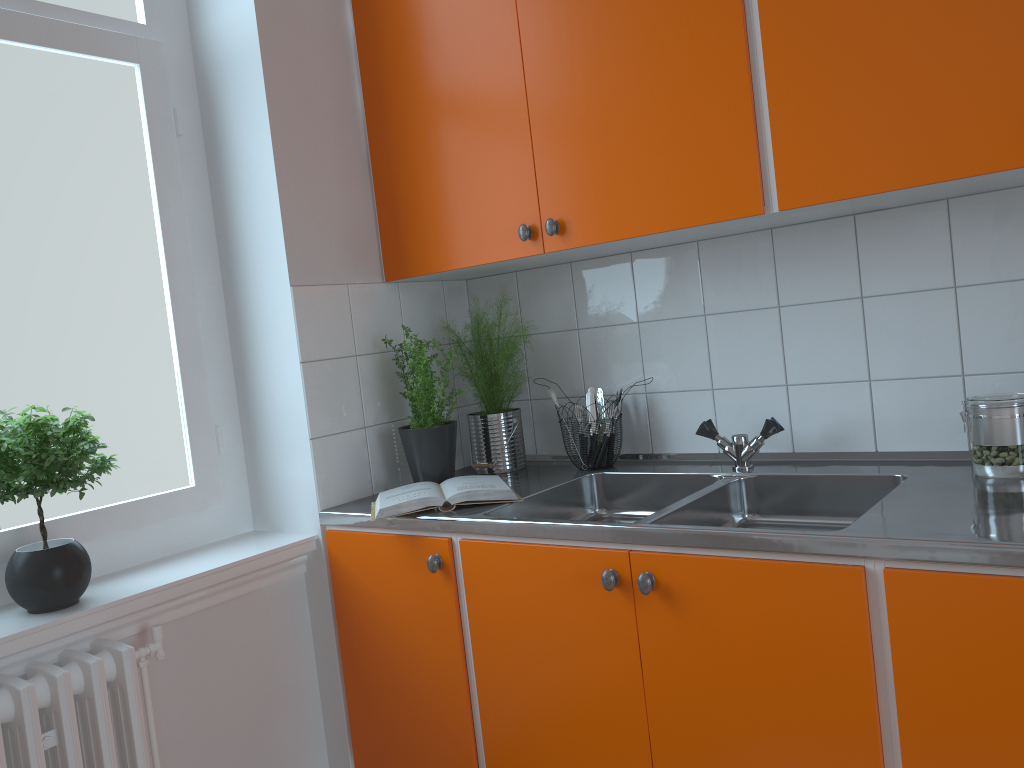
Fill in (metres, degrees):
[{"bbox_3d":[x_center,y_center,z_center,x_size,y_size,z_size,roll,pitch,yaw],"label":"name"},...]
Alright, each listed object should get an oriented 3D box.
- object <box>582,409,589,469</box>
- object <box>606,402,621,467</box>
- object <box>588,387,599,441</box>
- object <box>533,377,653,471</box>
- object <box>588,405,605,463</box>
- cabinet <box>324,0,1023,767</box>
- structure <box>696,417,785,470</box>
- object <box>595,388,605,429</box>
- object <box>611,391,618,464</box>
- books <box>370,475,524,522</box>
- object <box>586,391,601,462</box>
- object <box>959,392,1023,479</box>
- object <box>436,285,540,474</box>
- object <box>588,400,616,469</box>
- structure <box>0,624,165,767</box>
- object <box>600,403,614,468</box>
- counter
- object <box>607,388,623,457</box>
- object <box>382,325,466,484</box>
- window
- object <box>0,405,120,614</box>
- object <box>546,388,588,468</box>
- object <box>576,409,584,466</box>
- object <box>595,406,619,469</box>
[{"bbox_3d":[0.194,0.145,2.340,0.019,0.146,0.108,-6,3,18],"label":"object"},{"bbox_3d":[0.262,0.130,2.285,0.055,0.166,0.020,-6,3,15],"label":"object"},{"bbox_3d":[0.220,0.111,2.371,0.026,0.203,0.054,-6,3,20],"label":"object"},{"bbox_3d":[0.216,0.097,2.307,0.332,0.243,0.172,-6,3,15],"label":"object"},{"bbox_3d":[0.221,0.138,2.336,0.021,0.153,0.084,-4,4,44],"label":"object"},{"bbox_3d":[0.928,-0.124,1.427,3.162,2.347,0.692,-4,4,38],"label":"cabinet"},{"bbox_3d":[0.531,0.139,2.062,0.204,0.116,0.048,-4,4,38],"label":"structure"},{"bbox_3d":[0.241,0.112,2.351,0.022,0.198,0.075,-7,3,1],"label":"object"},{"bbox_3d":[0.268,0.115,2.322,0.059,0.189,0.018,-8,3,-31],"label":"object"},{"bbox_3d":[-0.161,0.259,2.074,0.341,0.040,0.232,-7,3,-7],"label":"books"},{"bbox_3d":[0.217,0.118,2.354,0.024,0.192,0.087,-6,3,3],"label":"object"},{"bbox_3d":[0.937,0.098,1.690,0.116,0.150,0.118,-8,3,-18],"label":"object"},{"bbox_3d":[-0.047,-0.013,2.395,0.330,0.511,0.278,-5,3,33],"label":"object"},{"bbox_3d":[0.237,0.114,2.325,0.076,0.199,0.132,-6,3,18],"label":"object"},{"bbox_3d":[-0.725,0.823,1.853,0.209,0.660,1.633,-5,4,37],"label":"structure"},{"bbox_3d":[0.246,0.133,2.304,0.020,0.163,0.070,-4,4,42],"label":"object"},{"bbox_3d":[0.978,0.227,1.458,3.161,0.132,0.669,-4,4,38],"label":"counter"},{"bbox_3d":[0.262,0.113,2.304,0.075,0.198,0.024,-6,3,16],"label":"object"},{"bbox_3d":[-0.221,0.059,2.261,0.154,0.432,0.194,-8,3,-28],"label":"object"},{"bbox_3d":[-1.150,-0.499,1.770,0.112,1.928,1.264,-5,3,37],"label":"window"},{"bbox_3d":[-0.946,0.243,1.774,0.309,0.407,0.272,-7,3,-2],"label":"object"},{"bbox_3d":[0.142,0.118,2.310,0.100,0.218,0.018,-5,3,38],"label":"object"},{"bbox_3d":[0.185,0.137,2.359,0.020,0.162,0.070,-6,3,6],"label":"object"},{"bbox_3d":[0.244,0.137,2.274,0.079,0.158,0.020,-6,3,6],"label":"object"}]
